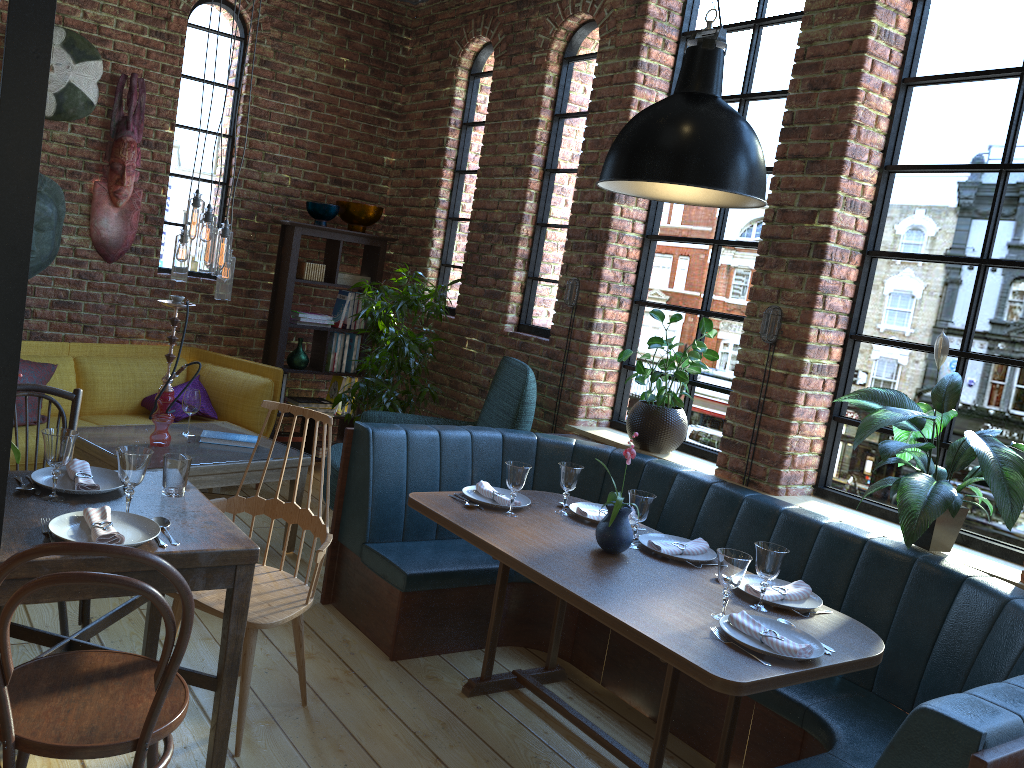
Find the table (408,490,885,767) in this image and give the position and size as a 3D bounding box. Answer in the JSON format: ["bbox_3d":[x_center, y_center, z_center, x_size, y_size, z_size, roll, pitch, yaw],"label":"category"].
[{"bbox_3d":[0.318,0.906,2.972,0.786,0.660,1.611,4,8,-36],"label":"table"}]

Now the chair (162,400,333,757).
[{"bbox_3d":[-0.839,0.580,2.805,0.557,1.004,0.434,12,7,26],"label":"chair"}]

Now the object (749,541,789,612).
[{"bbox_3d":[0.759,0.579,2.635,0.097,0.191,0.099,8,6,-7],"label":"object"}]

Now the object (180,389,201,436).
[{"bbox_3d":[-1.612,0.142,4.414,0.091,0.228,0.090,9,6,2],"label":"object"}]

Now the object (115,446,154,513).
[{"bbox_3d":[-1.031,0.272,2.383,0.100,0.191,0.096,10,6,11],"label":"object"}]

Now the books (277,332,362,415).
[{"bbox_3d":[-1.356,-0.087,6.065,0.561,0.574,0.199,4,8,-37],"label":"books"}]

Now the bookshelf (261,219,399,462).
[{"bbox_3d":[-1.326,-0.230,6.046,0.780,1.666,0.331,5,8,-35],"label":"bookshelf"}]

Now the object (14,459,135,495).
[{"bbox_3d":[-1.298,0.276,2.612,0.311,0.051,0.281,4,8,-32],"label":"object"}]

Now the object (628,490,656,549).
[{"bbox_3d":[0.439,0.476,3.082,0.097,0.191,0.099,8,6,-7],"label":"object"}]

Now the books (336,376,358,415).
[{"bbox_3d":[-1.182,0.074,6.226,0.081,0.272,0.198,5,8,-36],"label":"books"}]

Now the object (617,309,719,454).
[{"bbox_3d":[0.737,-0.008,4.139,0.379,0.662,0.523,8,7,-13],"label":"object"}]

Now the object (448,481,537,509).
[{"bbox_3d":[-0.074,0.431,3.411,0.311,0.051,0.281,4,8,-32],"label":"object"}]

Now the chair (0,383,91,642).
[{"bbox_3d":[-1.573,0.496,2.892,0.386,0.914,0.547,4,8,-41],"label":"chair"}]

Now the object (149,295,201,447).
[{"bbox_3d":[-1.563,-0.049,4.059,0.161,0.703,0.273,3,9,-45],"label":"object"}]

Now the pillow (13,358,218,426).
[{"bbox_3d":[-2.355,0.003,4.963,0.420,0.453,1.425,15,9,41],"label":"pillow"}]

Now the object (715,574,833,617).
[{"bbox_3d":[0.821,0.643,2.780,0.258,0.051,0.339,4,8,-33],"label":"object"}]

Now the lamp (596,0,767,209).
[{"bbox_3d":[0.638,-1.248,2.723,0.515,1.324,0.544,7,7,-19],"label":"lamp"}]

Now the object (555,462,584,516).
[{"bbox_3d":[0.212,0.405,3.386,0.097,0.191,0.099,8,6,-7],"label":"object"}]

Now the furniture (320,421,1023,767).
[{"bbox_3d":[0.550,0.842,3.104,1.305,0.821,2.733,4,8,-36],"label":"furniture"}]

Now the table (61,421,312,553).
[{"bbox_3d":[-1.610,0.529,4.313,0.787,0.508,0.892,14,9,39],"label":"table"}]

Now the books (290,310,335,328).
[{"bbox_3d":[-1.359,-0.439,5.977,0.257,0.080,0.187,4,8,-35],"label":"books"}]

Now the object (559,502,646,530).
[{"bbox_3d":[0.345,0.494,3.417,0.258,0.051,0.339,4,8,-33],"label":"object"}]

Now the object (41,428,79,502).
[{"bbox_3d":[-1.270,0.227,2.458,0.102,0.191,0.094,13,7,29],"label":"object"}]

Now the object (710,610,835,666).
[{"bbox_3d":[0.711,0.675,2.380,0.311,0.051,0.281,4,8,-32],"label":"object"}]

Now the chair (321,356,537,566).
[{"bbox_3d":[-0.460,0.361,4.658,1.014,1.096,0.823,8,7,-11],"label":"chair"}]

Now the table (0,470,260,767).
[{"bbox_3d":[-1.242,0.696,2.475,0.717,0.726,0.785,4,8,-36],"label":"table"}]

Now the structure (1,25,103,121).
[{"bbox_3d":[-2.612,-1.772,5.024,0.508,0.520,0.154,4,8,-35],"label":"structure"}]

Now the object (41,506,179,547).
[{"bbox_3d":[-1.018,0.362,2.247,0.311,0.051,0.281,4,8,-32],"label":"object"}]

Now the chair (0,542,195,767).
[{"bbox_3d":[-0.943,0.705,1.954,0.429,0.919,0.562,7,7,-15],"label":"chair"}]

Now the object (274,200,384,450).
[{"bbox_3d":[-1.281,-0.368,6.027,0.581,1.759,0.343,4,8,-41],"label":"object"}]

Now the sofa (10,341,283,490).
[{"bbox_3d":[-2.353,0.206,4.964,0.829,0.762,1.902,14,9,37],"label":"sofa"}]

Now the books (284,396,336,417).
[{"bbox_3d":[-1.391,0.155,6.063,0.290,0.088,0.255,4,8,-34],"label":"books"}]

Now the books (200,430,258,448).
[{"bbox_3d":[-1.413,0.275,4.404,0.268,0.028,0.163,7,7,-11],"label":"books"}]

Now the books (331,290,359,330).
[{"bbox_3d":[-1.170,-0.517,6.112,0.118,0.258,0.170,4,8,-36],"label":"books"}]

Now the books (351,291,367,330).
[{"bbox_3d":[-1.084,-0.510,6.160,0.076,0.257,0.186,5,8,-36],"label":"books"}]

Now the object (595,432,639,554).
[{"bbox_3d":[0.368,0.357,2.985,0.133,0.431,0.224,7,7,-18],"label":"object"}]

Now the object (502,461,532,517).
[{"bbox_3d":[0.009,0.390,3.257,0.097,0.191,0.099,8,6,-7],"label":"object"}]

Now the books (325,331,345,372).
[{"bbox_3d":[-1.244,-0.229,6.111,0.081,0.272,0.180,5,8,-36],"label":"books"}]

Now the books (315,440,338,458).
[{"bbox_3d":[-1.314,0.456,6.203,0.214,0.072,0.232,15,9,42],"label":"books"}]

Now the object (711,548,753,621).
[{"bbox_3d":[0.614,0.574,2.500,0.097,0.191,0.099,8,6,-7],"label":"object"}]

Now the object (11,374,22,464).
[{"bbox_3d":[-1.345,0.122,2.248,0.138,0.426,0.209,9,6,-3],"label":"object"}]

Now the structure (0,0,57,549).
[{"bbox_3d":[-2.476,-0.550,0.337,6.130,3.322,5.753,14,8,37],"label":"structure"}]

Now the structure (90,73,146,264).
[{"bbox_3d":[-2.378,-1.297,5.356,0.231,1.145,0.223,10,6,10],"label":"structure"}]

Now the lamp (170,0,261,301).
[{"bbox_3d":[-1.428,-1.464,4.069,0.495,2.117,0.293,8,6,-10],"label":"lamp"}]

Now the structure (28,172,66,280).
[{"bbox_3d":[-2.787,-0.910,5.095,0.351,0.639,0.108,5,8,-34],"label":"structure"}]

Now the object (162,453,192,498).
[{"bbox_3d":[-1.017,0.276,2.664,0.088,0.119,0.080,15,9,43],"label":"object"}]

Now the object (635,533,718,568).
[{"bbox_3d":[0.570,0.565,3.109,0.258,0.051,0.339,4,8,-33],"label":"object"}]

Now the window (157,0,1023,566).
[{"bbox_3d":[0.040,-0.964,3.963,8.831,2.427,3.324,11,7,21],"label":"window"}]

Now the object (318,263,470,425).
[{"bbox_3d":[-0.755,0.012,5.380,0.898,1.526,0.694,13,8,33],"label":"object"}]

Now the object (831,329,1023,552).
[{"bbox_3d":[1.444,0.181,3.035,0.581,0.750,0.767,4,8,-37],"label":"object"}]
